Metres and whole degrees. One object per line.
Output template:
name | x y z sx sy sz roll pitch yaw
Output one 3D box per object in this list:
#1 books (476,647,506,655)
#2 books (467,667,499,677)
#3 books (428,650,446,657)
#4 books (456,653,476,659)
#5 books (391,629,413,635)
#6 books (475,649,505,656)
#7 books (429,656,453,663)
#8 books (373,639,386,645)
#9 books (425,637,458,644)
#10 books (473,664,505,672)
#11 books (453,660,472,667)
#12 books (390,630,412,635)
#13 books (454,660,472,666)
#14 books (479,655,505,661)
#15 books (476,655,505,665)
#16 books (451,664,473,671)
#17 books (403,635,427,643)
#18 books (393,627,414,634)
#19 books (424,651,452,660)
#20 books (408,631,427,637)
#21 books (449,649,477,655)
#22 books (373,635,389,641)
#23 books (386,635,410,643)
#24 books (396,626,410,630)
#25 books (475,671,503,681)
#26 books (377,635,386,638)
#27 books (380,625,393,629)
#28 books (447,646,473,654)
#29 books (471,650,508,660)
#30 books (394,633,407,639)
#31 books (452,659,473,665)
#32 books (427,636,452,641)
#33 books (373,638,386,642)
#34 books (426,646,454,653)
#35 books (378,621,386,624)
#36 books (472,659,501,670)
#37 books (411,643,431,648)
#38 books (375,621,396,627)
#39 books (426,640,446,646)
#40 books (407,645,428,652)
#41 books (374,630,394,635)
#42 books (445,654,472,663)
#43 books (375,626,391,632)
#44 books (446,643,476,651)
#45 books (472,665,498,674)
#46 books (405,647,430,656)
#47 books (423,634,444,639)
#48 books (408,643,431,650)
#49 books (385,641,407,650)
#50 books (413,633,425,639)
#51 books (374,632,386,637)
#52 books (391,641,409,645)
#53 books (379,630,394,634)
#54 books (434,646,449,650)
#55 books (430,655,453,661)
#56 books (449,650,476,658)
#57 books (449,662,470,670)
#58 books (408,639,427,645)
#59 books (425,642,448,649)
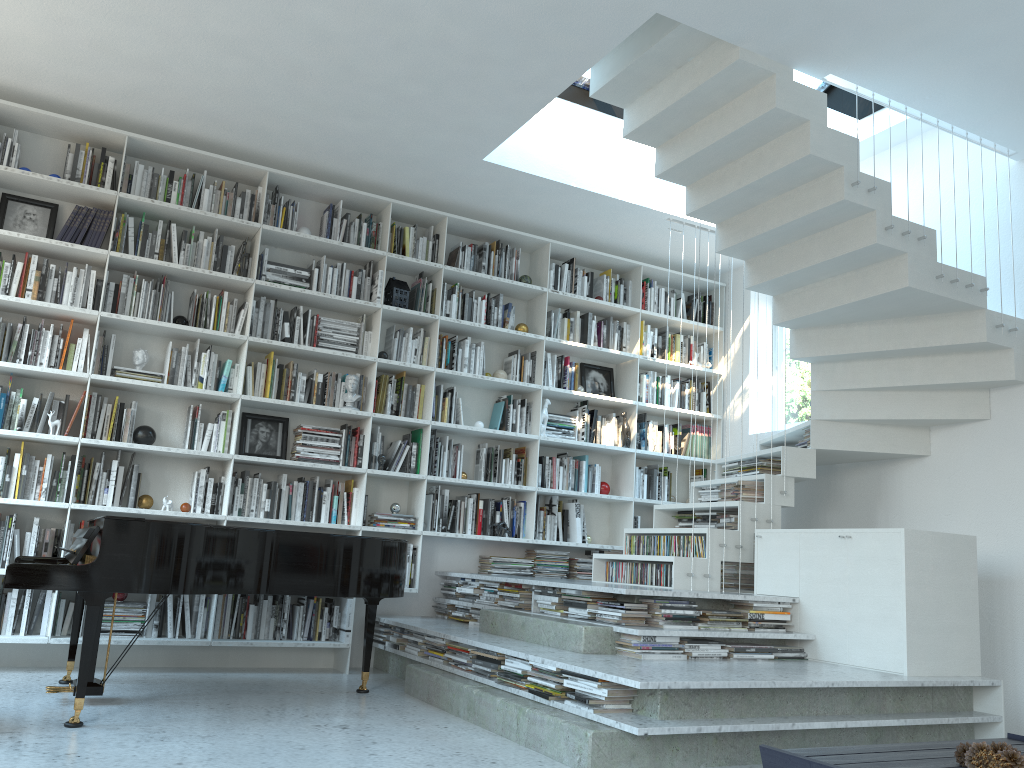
books | -0.057 1.328 4.410 0.160 0.008 0.239 9 -13 -26
books | -0.080 1.422 4.383 0.189 0.009 0.291 9 -12 -24
books | -0.350 1.500 4.936 0.165 0.012 0.205 9 -13 -26
books | -0.195 1.433 4.675 0.140 0.013 0.180 9 -13 -26
books | -0.628 1.535 5.493 0.126 0.005 0.291 11 -13 -31
books | -0.054 1.336 4.410 0.157 0.007 0.269 9 -13 -26
books | -0.353 1.532 4.930 0.157 0.014 0.180 10 -13 -29
books | -0.779 1.667 5.728 0.172 0.016 0.241 9 -13 -26
books | -0.354 1.430 4.945 0.171 0.015 0.253 10 -13 -29
books | -0.071 1.406 4.390 0.177 0.011 0.220 9 -13 -25
books | -0.196 1.477 4.667 0.129 0.005 0.296 9 -13 -25
books | -0.637 1.541 5.487 0.160 0.009 0.292 9 -13 -25
books | -0.194 1.470 4.669 0.132 0.009 0.269 9 -13 -25
books | -0.054 1.357 4.407 0.150 0.008 0.217 10 -13 -27
books | -0.057 1.369 4.403 0.142 0.017 0.239 10 -13 -30
books | -0.202 1.490 4.662 0.148 0.008 0.236 10 -13 -27
books | -0.504 1.498 5.212 0.180 0.015 0.294 10 -13 -28
books | -0.623 1.527 5.497 0.135 0.014 0.298 9 -13 -25
books | -0.355 1.511 4.932 0.159 0.012 0.292 10 -13 -29
books | -0.493 1.472 5.222 0.159 0.006 0.285 9 -13 -25
books | -0.205 1.411 4.672 0.169 0.009 0.242 9 -13 -26
books | -0.787 1.643 5.727 0.179 0.012 0.262 9 -12 -24
books | -0.654 1.574 5.473 0.191 0.028 0.213 8 -12 -23
books | -0.626 1.510 5.498 0.137 0.018 0.200 8 -12 -23
books | -0.063 1.442 4.389 0.142 0.012 0.291 8 -12 -23
books | -0.766 1.637 5.739 0.122 0.008 0.291 11 -13 -31
books | -0.758 1.574 5.753 0.133 0.017 0.231 9 -13 -26
books | -0.212 1.399 4.671 0.166 0.014 0.236 11 -13 -31
books | -0.067 1.344 4.402 0.170 0.014 0.281 10 -13 -29
books | -0.627 1.556 5.490 0.143 0.019 0.231 9 -13 -26
books | -0.200 1.458 4.668 0.130 0.014 0.250 11 -13 -31
books | -0.351 1.417 4.949 0.174 0.011 0.228 10 -13 -27
books | -0.780 1.655 5.729 0.155 0.009 0.233 11 -13 -31
books | -0.354 1.480 4.938 0.159 0.011 0.246 10 -13 -30
books | -0.775 1.545 5.749 0.157 0.007 0.269 8 -12 -22
books | -0.068 1.388 4.394 0.160 0.025 0.244 11 -13 -31
books | -0.488 1.534 5.215 0.147 0.012 0.206 9 -13 -26
books | -0.770 1.557 5.750 0.158 0.014 0.234 10 -13 -28
books | -0.362 1.444 4.939 0.182 0.016 0.199 8 -12 -22
books | -0.501 1.552 5.205 0.172 0.014 0.221 9 -13 -26
books | -0.784 1.609 5.734 0.188 0.009 0.211 10 -13 -27
books | -0.215 1.442 4.662 0.182 0.013 0.287 9 -13 -26
books | -0.790 1.584 5.735 0.191 0.013 0.244 10 -13 -30
books | -0.214 1.386 4.672 0.179 0.012 0.249 10 -13 -29
books | -0.063 1.416 4.392 0.147 0.008 0.291 10 -13 -30
books | -0.508 1.571 5.198 0.177 0.026 0.230 9 -12 -24
books | -0.364 1.407 4.944 0.193 0.005 0.225 10 -13 -30
books | -0.488 1.543 5.213 0.149 0.007 0.300 9 -13 -26
books | -0.650 1.615 5.469 0.189 0.030 0.238 9 -13 -26
books | -0.482 1.485 5.226 0.130 0.018 0.256 9 -12 -24
books | -0.787 1.618 5.731 0.177 0.012 0.279 10 -13 -30
books | -0.638 1.597 5.478 0.148 0.012 0.206 11 -13 -31
books | -0.763 1.601 5.747 0.136 0.013 0.258 10 -13 -28
books | -0.341 1.470 4.946 0.140 0.013 0.180 9 -12 -24
books | -0.345 1.523 4.936 0.140 0.008 0.283 10 -13 -28
books | -0.202 1.421 4.673 0.155 0.009 0.298 9 -13 -25
books | -0.215 1.480 4.656 0.161 0.008 0.254 8 -12 -22
books | -0.502 1.516 5.210 0.171 0.020 0.194 8 -12 -23
books | -0.357 1.457 4.940 0.169 0.009 0.242 10 -13 -30
